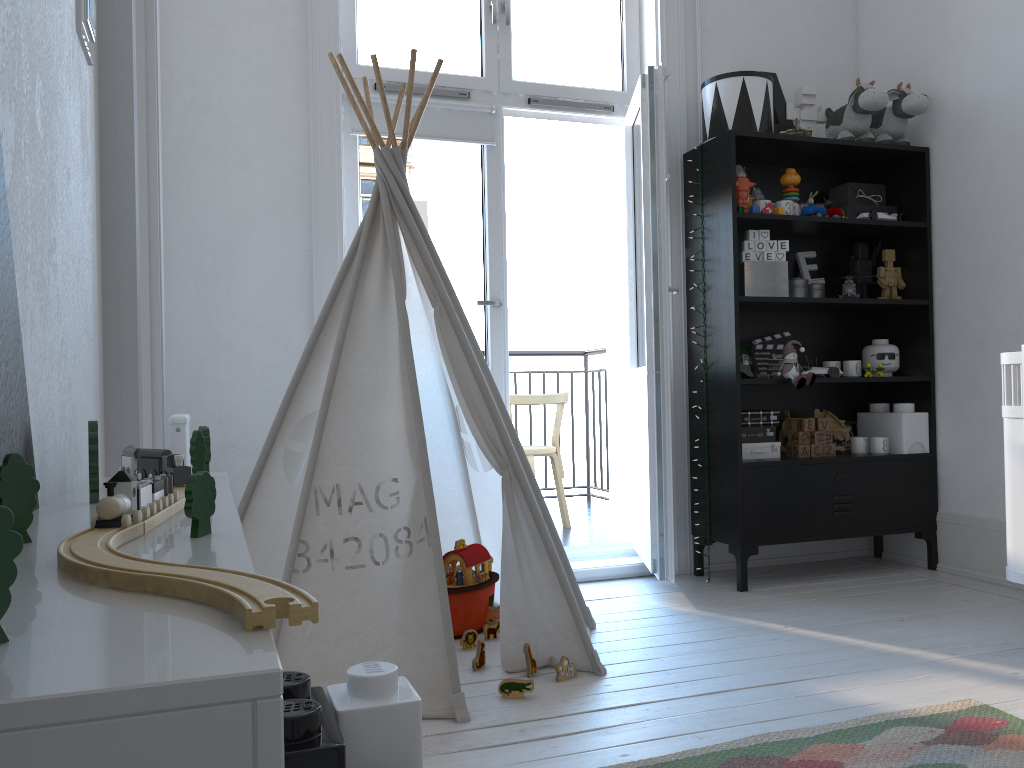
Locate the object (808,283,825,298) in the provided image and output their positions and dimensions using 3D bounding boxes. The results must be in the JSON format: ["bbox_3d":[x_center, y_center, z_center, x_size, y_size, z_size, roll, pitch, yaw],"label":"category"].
[{"bbox_3d":[1.281,-0.371,3.568,0.078,0.091,0.246,-1,-1,-24],"label":"object"}]

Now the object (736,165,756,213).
[{"bbox_3d":[0.867,-0.726,3.341,0.105,0.203,0.072,-1,0,-11],"label":"object"}]

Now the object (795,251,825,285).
[{"bbox_3d":[1.240,-0.480,3.689,0.107,0.151,0.055,-1,0,-19],"label":"object"}]

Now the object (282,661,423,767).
[{"bbox_3d":[-0.236,0.573,1.198,0.246,0.331,0.246,-1,-1,-19],"label":"object"}]

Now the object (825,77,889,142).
[{"bbox_3d":[1.347,-1.053,3.524,0.154,0.253,0.370,-1,-1,-11],"label":"object"}]

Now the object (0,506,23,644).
[{"bbox_3d":[-0.211,0.073,0.354,0.007,0.063,0.029,-1,-1,34],"label":"object"}]

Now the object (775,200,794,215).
[{"bbox_3d":[1.039,-0.661,3.383,0.067,0.067,0.067,-1,-1,-18],"label":"object"}]

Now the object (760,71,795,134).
[{"bbox_3d":[1.038,-1.095,3.626,0.343,0.344,0.057,-1,0,-19],"label":"object"}]

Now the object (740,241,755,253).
[{"bbox_3d":[0.886,-0.516,3.338,0.040,0.040,0.040,-1,-1,-9],"label":"object"}]

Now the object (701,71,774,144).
[{"bbox_3d":[0.882,-1.051,3.493,0.272,0.259,0.395,-1,-1,10],"label":"object"}]

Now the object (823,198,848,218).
[{"bbox_3d":[1.276,-0.692,3.550,0.122,0.112,0.087,-2,-1,42],"label":"object"}]

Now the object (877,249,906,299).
[{"bbox_3d":[1.543,-0.439,3.612,0.114,0.221,0.052,-1,0,-19],"label":"object"}]

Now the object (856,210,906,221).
[{"bbox_3d":[1.460,-0.658,3.519,0.230,0.048,0.098,-1,-1,-29],"label":"object"}]

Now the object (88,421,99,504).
[{"bbox_3d":[-0.412,0.076,0.873,0.009,0.081,0.037,-1,-1,-25],"label":"object"}]

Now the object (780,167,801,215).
[{"bbox_3d":[1.081,-0.734,3.440,0.077,0.213,0.077,-1,0,15],"label":"object"}]

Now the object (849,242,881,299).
[{"bbox_3d":[1.451,-0.456,3.646,0.117,0.259,0.081,-1,0,-19],"label":"object"}]

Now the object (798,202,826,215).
[{"bbox_3d":[1.364,-0.697,3.746,0.347,0.131,0.037,-1,0,-19],"label":"object"}]

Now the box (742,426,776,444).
[{"bbox_3d":[0.881,0.195,3.428,0.215,0.062,0.179,-1,-1,-19],"label":"box"}]

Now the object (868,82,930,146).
[{"bbox_3d":[1.489,-1.056,3.577,0.211,0.253,0.386,-1,-1,-35],"label":"object"}]

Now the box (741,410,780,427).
[{"bbox_3d":[0.898,0.134,3.436,0.215,0.062,0.179,-1,-1,-19],"label":"box"}]

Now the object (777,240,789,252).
[{"bbox_3d":[1.021,-0.519,3.347,0.040,0.040,0.040,-1,-1,6],"label":"object"}]

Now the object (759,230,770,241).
[{"bbox_3d":[0.944,-0.558,3.342,0.040,0.040,0.040,-1,-1,-9],"label":"object"}]

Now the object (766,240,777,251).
[{"bbox_3d":[0.977,-0.518,3.344,0.040,0.040,0.040,-1,-1,11],"label":"object"}]

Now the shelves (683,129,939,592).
[{"bbox_3d":[1.187,-0.089,3.516,0.911,1.677,0.353,-1,0,-19],"label":"shelves"}]

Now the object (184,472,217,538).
[{"bbox_3d":[-0.224,0.086,0.640,0.006,0.046,0.037,-1,-1,8],"label":"object"}]

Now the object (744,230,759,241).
[{"bbox_3d":[0.902,-0.557,3.340,0.040,0.040,0.040,-1,-1,-14],"label":"object"}]

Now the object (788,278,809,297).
[{"bbox_3d":[1.161,-0.376,3.615,0.095,0.110,0.095,-1,-1,-14],"label":"object"}]

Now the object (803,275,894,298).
[{"bbox_3d":[1.342,-0.378,3.554,0.368,0.106,0.349,-1,-1,-17],"label":"object"}]

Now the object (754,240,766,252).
[{"bbox_3d":[0.931,-0.517,3.341,0.040,0.040,0.040,-1,-1,1],"label":"object"}]

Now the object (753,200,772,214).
[{"bbox_3d":[0.952,-0.659,3.369,0.067,0.067,0.067,-1,-1,-18],"label":"object"}]

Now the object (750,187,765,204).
[{"bbox_3d":[0.975,-0.704,3.533,0.063,0.160,0.063,-1,-1,-40],"label":"object"}]

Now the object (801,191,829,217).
[{"bbox_3d":[1.185,-0.691,3.475,0.121,0.126,0.087,-1,-1,-42],"label":"object"}]

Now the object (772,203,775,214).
[{"bbox_3d":[0.988,-0.659,3.428,0.067,0.067,0.067,-1,-1,-45],"label":"object"}]

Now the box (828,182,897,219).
[{"bbox_3d":[1.448,-0.727,3.663,0.251,0.189,0.179,-1,-1,-19],"label":"box"}]

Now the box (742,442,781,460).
[{"bbox_3d":[0.901,0.256,3.433,0.215,0.062,0.179,-1,-1,-19],"label":"box"}]

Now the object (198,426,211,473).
[{"bbox_3d":[-0.393,0.087,1.131,0.009,0.066,0.054,-1,-1,-28],"label":"object"}]

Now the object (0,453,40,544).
[{"bbox_3d":[-0.345,0.080,0.618,0.007,0.063,0.029,-1,-1,34],"label":"object"}]

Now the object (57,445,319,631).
[{"bbox_3d":[-0.319,0.090,0.768,0.111,0.047,0.902,-1,-1,-24],"label":"object"}]

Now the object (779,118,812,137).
[{"bbox_3d":[1.102,-0.977,3.452,0.121,0.100,0.338,-1,-1,16],"label":"object"}]

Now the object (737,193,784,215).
[{"bbox_3d":[0.876,-0.721,3.419,0.197,0.197,0.318,-1,-1,-22],"label":"object"}]

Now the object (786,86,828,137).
[{"bbox_3d":[1.213,-1.071,3.653,0.190,0.290,0.065,-1,0,-14],"label":"object"}]

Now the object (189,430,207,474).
[{"bbox_3d":[-0.377,0.087,1.064,0.007,0.063,0.029,-1,0,8],"label":"object"}]
